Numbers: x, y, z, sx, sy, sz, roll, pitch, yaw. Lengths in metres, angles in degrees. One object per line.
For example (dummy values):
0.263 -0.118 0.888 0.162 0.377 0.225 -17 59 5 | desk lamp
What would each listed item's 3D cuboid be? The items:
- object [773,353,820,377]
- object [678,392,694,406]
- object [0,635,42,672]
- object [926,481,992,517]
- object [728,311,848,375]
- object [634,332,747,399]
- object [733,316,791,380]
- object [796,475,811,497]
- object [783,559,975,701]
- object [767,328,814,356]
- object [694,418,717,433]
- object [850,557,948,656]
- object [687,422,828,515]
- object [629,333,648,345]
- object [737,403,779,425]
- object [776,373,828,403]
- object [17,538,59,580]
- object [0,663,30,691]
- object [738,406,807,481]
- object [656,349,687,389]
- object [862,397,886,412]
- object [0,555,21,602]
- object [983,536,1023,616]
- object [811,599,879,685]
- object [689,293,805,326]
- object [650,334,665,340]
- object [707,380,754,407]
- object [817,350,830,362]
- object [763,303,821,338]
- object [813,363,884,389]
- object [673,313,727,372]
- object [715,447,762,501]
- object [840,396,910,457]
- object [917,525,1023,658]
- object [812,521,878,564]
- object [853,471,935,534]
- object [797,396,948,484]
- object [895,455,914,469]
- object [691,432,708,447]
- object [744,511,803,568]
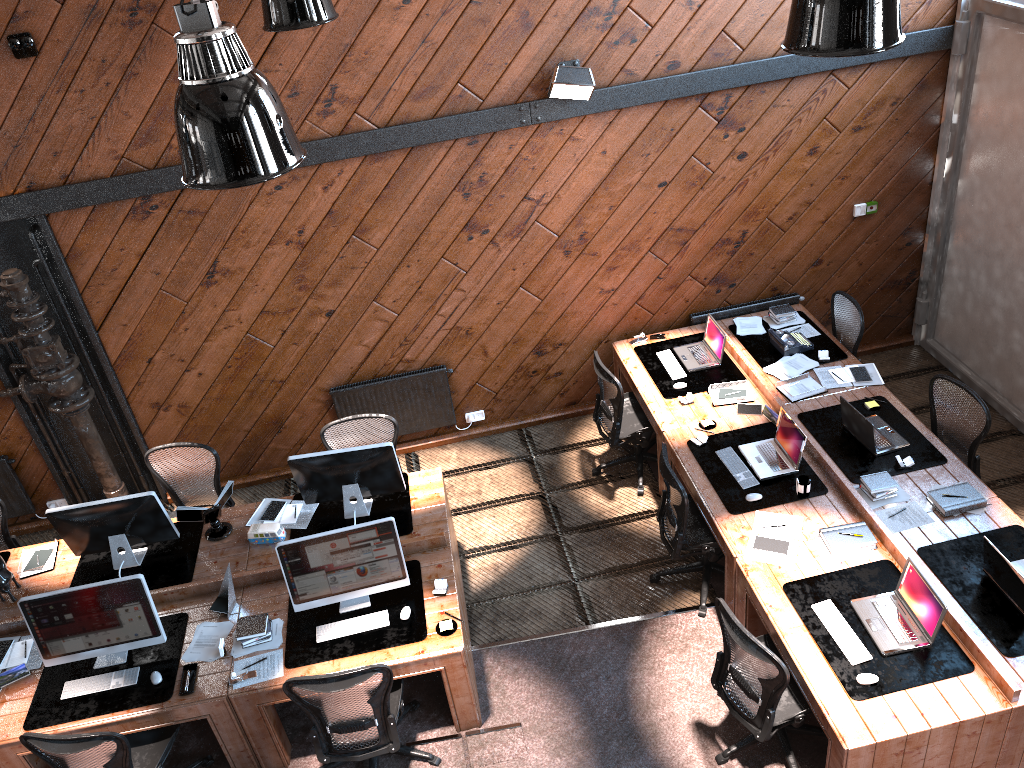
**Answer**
2.259 -0.150 7.053 0.315 0.002 0.246 -23 36 -21 | object
1.344 0.112 6.841 0.106 0.063 0.082 -13 33 -7 | object
-3.111 1.675 5.511 0.467 0.017 0.304 -8 33 1 | object
2.818 0.703 5.597 0.363 0.065 0.325 -6 33 4 | object
2.280 -0.356 7.390 0.687 0.008 0.848 -12 33 -5 | object
1.448 -0.165 7.292 0.687 0.008 0.848 -12 33 -5 | object
2.102 -0.317 7.353 0.356 0.002 1.058 -13 33 -6 | object
1.907 0.666 5.810 0.078 0.138 0.099 -5 33 5 | object
1.989 1.328 4.890 0.687 0.008 0.848 -12 33 -5 | object
2.291 -0.368 7.277 0.290 0.116 0.322 -13 33 -7 | object
1.446 0.298 6.567 0.158 0.026 0.154 13 39 30 | object
2.081 1.198 4.802 0.323 0.283 0.390 -10 33 -3 | object
1.673 0.564 6.128 0.687 0.008 0.848 -12 33 -5 | object
1.093 -0.399 7.678 0.159 0.064 0.054 -16 34 -11 | object
1.841 0.203 6.568 0.347 0.083 0.129 19 42 35 | object
2.217 0.023 6.781 0.316 0.060 0.229 -16 34 -11 | object
-3.330 1.218 6.236 0.229 0.060 0.316 -16 34 -11 | object
-3.048 1.793 5.269 0.129 0.083 0.347 11 38 27 | object
1.766 0.401 6.041 0.320 0.288 0.380 -12 33 -5 | object
1.317 -0.126 7.231 0.139 0.040 0.577 -10 33 -2 | object
2.645 0.148 6.511 0.158 0.026 0.154 17 41 33 | object
-3.412 1.263 5.920 0.135 0.351 0.229 -13 33 -7 | object
2.818 1.027 4.843 0.320 0.288 0.380 -12 33 -5 | object
1.814 1.389 4.805 0.139 0.040 0.577 -12 33 -5 | object
2.122 -0.446 8.015 1.064 0.628 0.073 -12 33 -5 | object
1.259 -0.410 7.675 0.134 0.042 0.022 -4 33 8 | object
1.681 0.071 6.831 0.316 0.060 0.229 -7 33 2 | object
2.488 -0.222 7.072 0.082 0.063 0.106 -2 33 10 | object
2.367 -0.537 7.540 0.319 0.098 0.478 -13 33 -6 | object
2.602 -0.070 6.860 0.467 0.017 0.304 -5 33 6 | object
1.535 -0.342 7.277 0.323 0.283 0.390 -12 33 -5 | object
1.561 0.608 6.054 0.139 0.040 0.577 -12 33 -6 | object
2.514 0.255 6.142 0.323 0.283 0.390 -15 33 -9 | object
2.821 1.137 4.989 0.687 0.008 0.848 -12 33 -5 | object
2.024 0.956 5.395 0.363 0.065 0.325 -4 33 8 | object
2.406 0.726 5.626 0.319 0.098 0.478 -13 33 -6 | object
2.505 0.373 6.227 0.687 0.008 0.848 -12 33 -5 | object
2.623 0.515 5.921 0.106 0.063 0.082 -5 33 5 | object
1.348 0.400 6.387 0.106 0.063 0.082 -22 35 -20 | object
1.640 0.951 5.530 0.304 0.017 0.467 7 36 23 | object
